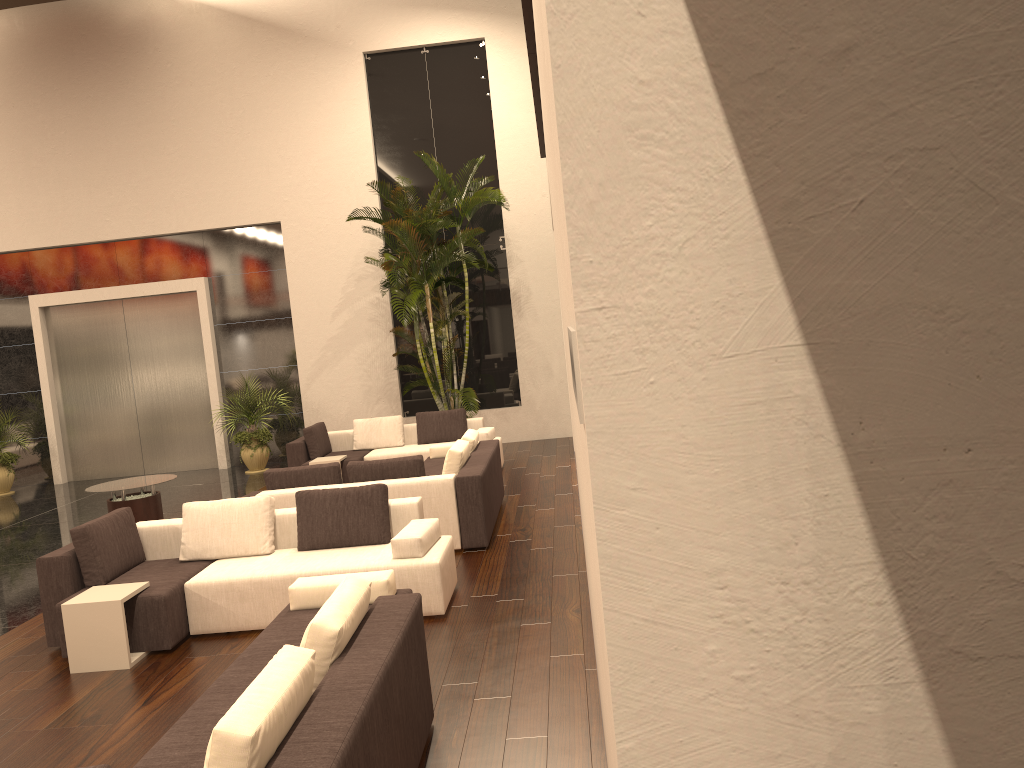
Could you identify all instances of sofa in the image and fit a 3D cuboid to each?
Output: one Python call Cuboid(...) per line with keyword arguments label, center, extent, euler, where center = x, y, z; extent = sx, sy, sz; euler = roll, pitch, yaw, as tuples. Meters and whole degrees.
Cuboid(label="sofa", center=(-1.579, 0.877, 12.172), extent=(2.846, 0.862, 1.291), euler=(-6, 4, 3))
Cuboid(label="sofa", center=(-1.887, 1.296, 6.522), extent=(2.846, 0.862, 1.291), euler=(-6, 4, 3))
Cuboid(label="sofa", center=(-1.433, 1.043, 9.546), extent=(2.586, 0.862, 3.366), euler=(-6, 4, 3))
Cuboid(label="sofa", center=(-1.742, 1.462, 3.897), extent=(2.586, 0.862, 3.366), euler=(-6, 4, 3))

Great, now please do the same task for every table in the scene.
Cuboid(label="table", center=(-2.681, 1.621, 5.929), extent=(0.400, 0.460, 0.400), euler=(-6, 4, 4))
Cuboid(label="table", center=(-2.373, 1.201, 11.578), extent=(0.400, 0.460, 0.400), euler=(-6, 4, 4))
Cuboid(label="table", center=(-3.674, 1.359, 8.694), extent=(0.833, 0.795, 0.844), euler=(-9, 5, -35))

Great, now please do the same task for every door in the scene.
Cuboid(label="door", center=(-6.504, 0.059, 15.258), extent=(2.767, 3.048, 0.040), euler=(-6, 4, 4))

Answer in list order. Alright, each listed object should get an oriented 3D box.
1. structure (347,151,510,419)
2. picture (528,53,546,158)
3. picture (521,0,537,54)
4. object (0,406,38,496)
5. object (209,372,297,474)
Cuboid(label="structure", center=(-1.068, -1.152, 13.488), extent=(2.436, 4.611, 2.531), euler=(-8, 4, -25))
Cuboid(label="picture", center=(0.153, -3.990, 9.058), extent=(0.070, 2.526, 4.515), euler=(-6, 4, 4))
Cuboid(label="picture", center=(-0.092, -3.656, 4.556), extent=(0.070, 2.526, 4.515), euler=(-6, 4, 4))
Cuboid(label="object", center=(-8.516, 0.997, 14.615), extent=(1.297, 1.682, 1.373), euler=(-3, 5, 36))
Cuboid(label="object", center=(-4.214, 0.585, 14.297), extent=(1.297, 1.682, 1.373), euler=(-2, 5, 41))
